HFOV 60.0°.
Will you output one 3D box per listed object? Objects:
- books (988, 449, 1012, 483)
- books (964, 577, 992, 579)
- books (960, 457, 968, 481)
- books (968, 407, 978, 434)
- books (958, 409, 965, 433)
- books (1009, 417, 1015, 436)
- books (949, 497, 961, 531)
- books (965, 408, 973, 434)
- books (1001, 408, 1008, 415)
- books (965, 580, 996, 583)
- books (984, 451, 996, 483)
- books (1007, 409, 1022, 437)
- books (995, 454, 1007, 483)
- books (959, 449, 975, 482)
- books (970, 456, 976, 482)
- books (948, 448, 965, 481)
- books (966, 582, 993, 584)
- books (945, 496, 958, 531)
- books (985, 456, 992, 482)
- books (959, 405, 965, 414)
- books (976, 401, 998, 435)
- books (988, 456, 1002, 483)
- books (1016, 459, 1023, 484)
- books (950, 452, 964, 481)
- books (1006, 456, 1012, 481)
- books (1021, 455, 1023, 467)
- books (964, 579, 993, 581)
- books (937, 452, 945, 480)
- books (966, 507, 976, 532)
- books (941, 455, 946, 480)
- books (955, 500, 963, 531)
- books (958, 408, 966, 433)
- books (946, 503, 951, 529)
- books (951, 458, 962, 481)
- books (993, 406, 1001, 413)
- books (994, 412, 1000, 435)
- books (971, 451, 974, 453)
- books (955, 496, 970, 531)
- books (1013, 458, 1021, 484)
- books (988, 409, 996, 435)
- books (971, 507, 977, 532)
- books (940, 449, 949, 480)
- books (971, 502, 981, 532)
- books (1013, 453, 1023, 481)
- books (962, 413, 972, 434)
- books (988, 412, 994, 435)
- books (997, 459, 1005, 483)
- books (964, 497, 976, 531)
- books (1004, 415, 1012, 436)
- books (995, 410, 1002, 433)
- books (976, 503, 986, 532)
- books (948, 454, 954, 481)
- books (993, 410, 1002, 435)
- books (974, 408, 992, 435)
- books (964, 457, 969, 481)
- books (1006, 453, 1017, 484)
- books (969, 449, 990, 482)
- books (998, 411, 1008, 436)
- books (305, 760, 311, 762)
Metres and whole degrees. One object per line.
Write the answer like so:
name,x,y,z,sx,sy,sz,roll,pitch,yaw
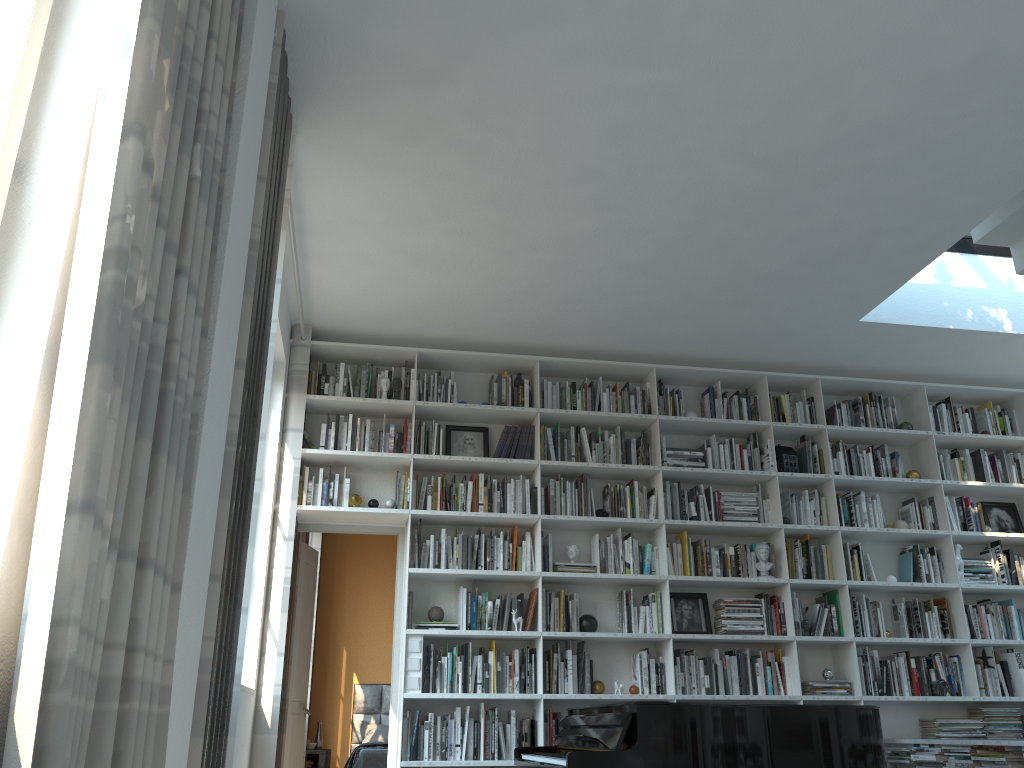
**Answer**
books,3.670,0.660,6.678,0.022,0.293,0.181,3,-21,-9
books,3.268,1.402,6.344,0.254,0.012,0.161,3,-22,-7
books,3.331,0.677,6.625,0.030,0.223,0.158,3,-21,-9
books,3.486,0.328,6.784,0.030,0.256,0.165,3,-21,-9
books,3.376,0.329,6.757,0.022,0.235,0.172,3,-21,-9
books,3.816,0.378,6.847,0.031,0.210,0.132,3,-21,-9
books,3.213,0.987,6.497,0.012,0.284,0.160,3,-21,-9
books,3.463,0.333,6.792,0.012,0.253,0.161,3,-21,-9
books,3.789,0.342,6.850,0.025,0.278,0.136,3,-21,-9
books,3.269,1.422,6.329,0.285,0.012,0.160,2,-21,-5
books,3.552,0.666,6.677,0.048,0.282,0.163,3,-21,-9
books,3.848,0.347,6.841,0.026,0.262,0.163,3,-21,-9
books,3.646,0.678,6.681,0.023,0.262,0.156,3,-21,-9
books,3.383,0.648,6.638,0.026,0.287,0.157,3,-21,-9
books,3.406,0.676,6.642,0.025,0.237,0.143,3,-21,-9
books,3.310,0.642,6.634,0.011,0.295,0.163,3,-21,-9
books,3.269,1.434,6.327,0.254,0.012,0.161,5,-22,-13
books,3.172,0.980,6.485,0.065,0.287,0.146,3,-21,-9
books,3.503,0.677,6.634,0.030,0.229,0.187,3,-21,-9
books,3.433,0.321,6.794,0.012,0.278,0.153,3,-21,-9
books,3.659,0.309,6.820,0.007,0.319,0.166,3,-21,-9
books,3.587,0.679,6.652,0.014,0.239,0.190,3,-21,-9
books,3.792,0.702,6.704,0.022,0.233,0.159,3,-21,-9
books,3.294,0.654,6.617,0.026,0.260,0.168,3,-21,-9
books,3.698,0.687,6.684,0.011,0.248,0.152,3,-21,-9
books,3.844,0.689,6.713,0.031,0.264,0.170,3,-21,-9
books,3.269,1.411,6.336,0.254,0.012,0.161,2,-21,-5
books,3.159,0.653,6.606,0.012,0.253,0.161,3,-21,-9
books,3.303,1.019,6.473,0.013,0.206,0.190,3,-21,-9
books,3.171,0.661,6.602,0.013,0.235,0.142,3,-21,-9
books,3.238,0.999,6.508,0.043,0.268,0.131,3,-21,-9
books,3.396,0.326,6.772,0.021,0.253,0.152,3,-21,-9
books,3.135,0.995,6.467,0.011,0.247,0.156,3,-21,-9
books,3.269,0.676,6.600,0.025,0.207,0.176,3,-21,-9
books,3.740,0.329,6.842,0.020,0.298,0.131,3,-21,-9
books,3.667,0.350,6.797,0.007,0.225,0.171,3,-21,-9
books,3.463,0.661,6.668,0.012,0.284,0.160,3,-21,-9
books,3.269,0.984,6.494,0.012,0.286,0.177,3,-21,-9
books,3.755,0.693,6.691,0.030,0.240,0.163,3,-21,-9
books,3.630,0.339,6.804,0.016,0.251,0.189,3,-21,-9
books,3.337,1.024,6.494,0.033,0.212,0.153,3,-21,-9
books,3.203,0.642,6.616,0.051,0.281,0.167,3,-21,-9
books,3.364,1.006,6.505,0.021,0.252,0.167,3,-21,-9
books,3.816,0.679,6.714,0.026,0.283,0.147,3,-21,-9
books,3.420,0.346,6.754,0.024,0.201,0.190,3,-21,-9
books,3.612,0.351,6.790,0.008,0.219,0.183,3,-21,-9
books,3.621,0.694,6.661,0.031,0.216,0.166,3,-21,-9
books,3.315,0.987,6.499,0.014,0.283,0.176,3,-21,-9
books,3.766,0.366,6.816,0.029,0.209,0.170,3,-21,-9
books,3.704,0.347,6.830,0.017,0.256,0.147,3,-21,-9
books,3.389,1.009,6.498,0.026,0.242,0.178,3,-21,-9
books,3.240,0.662,6.624,0.026,0.249,0.131,3,-21,-9
books,3.683,0.343,6.811,0.031,0.247,0.165,3,-21,-9
books,3.599,0.332,6.792,0.019,0.255,0.170,3,-21,-9
books,3.355,0.678,6.644,0.024,0.235,0.147,3,-21,-9
books,3.723,0.674,6.684,0.036,0.271,0.177,3,-21,-9
books,3.443,0.646,6.604,0.032,0.264,0.246,3,-21,-9
books,3.725,0.350,6.809,0.018,0.234,0.187,3,-21,-9
books,-2.134,3.832,9.008,0.133,0.012,0.190,-3,-22,7
